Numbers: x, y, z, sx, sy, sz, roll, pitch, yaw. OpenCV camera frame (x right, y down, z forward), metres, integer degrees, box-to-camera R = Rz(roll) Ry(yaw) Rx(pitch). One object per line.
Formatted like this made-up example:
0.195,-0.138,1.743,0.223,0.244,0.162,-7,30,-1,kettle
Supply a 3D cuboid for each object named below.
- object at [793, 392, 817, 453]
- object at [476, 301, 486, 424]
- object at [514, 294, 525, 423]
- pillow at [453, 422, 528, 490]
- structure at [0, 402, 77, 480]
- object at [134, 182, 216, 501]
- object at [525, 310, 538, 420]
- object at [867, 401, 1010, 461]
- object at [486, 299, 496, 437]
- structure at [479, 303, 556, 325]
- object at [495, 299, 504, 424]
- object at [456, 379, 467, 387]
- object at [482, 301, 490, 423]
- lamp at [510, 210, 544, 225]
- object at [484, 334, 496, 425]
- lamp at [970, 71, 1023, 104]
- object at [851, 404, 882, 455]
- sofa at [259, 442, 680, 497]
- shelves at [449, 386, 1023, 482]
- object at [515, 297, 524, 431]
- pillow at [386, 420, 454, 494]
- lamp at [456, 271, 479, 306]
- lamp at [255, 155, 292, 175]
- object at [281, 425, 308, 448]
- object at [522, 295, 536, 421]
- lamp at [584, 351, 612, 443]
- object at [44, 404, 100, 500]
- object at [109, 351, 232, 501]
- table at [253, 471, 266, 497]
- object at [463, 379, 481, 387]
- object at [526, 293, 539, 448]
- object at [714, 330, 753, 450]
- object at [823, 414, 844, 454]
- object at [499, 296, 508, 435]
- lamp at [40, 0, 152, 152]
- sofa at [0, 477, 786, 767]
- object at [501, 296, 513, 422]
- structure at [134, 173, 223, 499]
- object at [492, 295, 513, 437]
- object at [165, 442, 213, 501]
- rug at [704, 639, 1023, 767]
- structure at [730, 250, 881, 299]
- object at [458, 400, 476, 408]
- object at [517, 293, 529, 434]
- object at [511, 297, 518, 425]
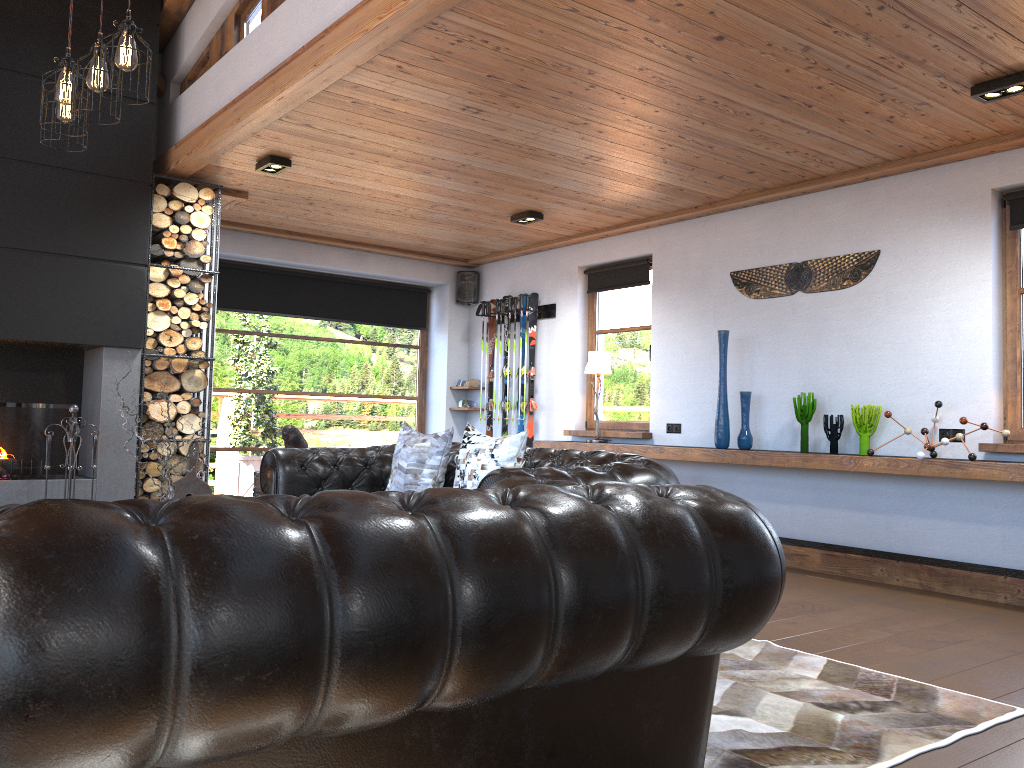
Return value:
1.991,0.263,6.036,0.157,0.411,0.147,0,-4,21,object
-0.321,-0.223,8.941,0.058,1.250,0.122,-1,-4,35,object
0.053,-0.236,8.444,0.120,1.250,0.059,0,-4,19,object
-0.130,0.432,4.580,0.286,0.469,0.522,4,-4,-34,pillow
-3.248,0.371,5.531,0.993,0.515,0.181,4,-4,-38,structure
-2.467,-0.118,6.331,0.499,2.614,0.461,4,-4,-38,object
0.161,-0.059,8.545,0.116,1.608,0.094,4,-4,-37,object
2.531,0.272,5.302,0.523,0.350,0.643,2,-3,-10,object
-0.191,-0.062,8.988,0.116,1.608,0.094,4,-4,-37,object
-0.005,-0.698,8.798,0.322,0.135,1.038,3,-3,-37,structure
-0.143,-0.223,8.831,0.119,1.250,0.059,-1,-4,34,object
-0.513,-0.005,9.456,0.161,0.084,0.187,4,-3,-39,object
-0.284,-0.219,9.015,0.119,1.250,0.059,-1,-4,34,object
0.124,-1.378,7.317,0.157,0.068,0.258,3,-3,-37,lamp
-0.241,-0.045,9.070,0.116,1.608,0.094,4,-4,-37,object
2.407,-1.456,4.335,0.157,0.068,0.258,3,-3,-37,lamp
2.290,0.296,5.747,0.181,0.332,0.200,1,-3,12,object
-0.296,0.744,4.686,1.253,0.839,2.535,4,-3,-38,sofa
1.400,0.461,6.873,0.619,0.989,6.564,4,-4,-37,shelves
0.081,-0.083,8.745,0.112,1.623,0.072,4,-4,-38,object
-0.538,0.446,5.114,0.286,0.469,0.522,4,-4,-34,pillow
-0.475,-1.028,9.497,0.216,0.350,0.211,4,-4,-37,lamp
-1.608,-1.481,5.974,0.157,0.068,0.258,3,-3,-37,lamp
-1.408,0.423,5.762,0.149,0.319,0.248,1,-3,4,object
0.160,-0.233,8.456,0.120,1.250,0.059,1,-3,14,object
0.897,0.468,7.802,0.639,1.483,0.243,4,-4,-34,lamp
-2.724,0.634,5.459,0.307,1.018,0.308,1,-3,8,object
-1.258,0.311,3.201,0.410,0.809,0.613,3,-3,-26,object
-1.426,0.880,5.759,0.410,0.610,0.412,4,-4,-37,table
-0.405,-0.009,9.316,0.192,0.084,0.158,4,-3,-39,object
0.211,-0.076,8.463,0.116,1.608,0.094,4,-4,-37,object
1.614,0.042,6.442,0.273,0.863,0.112,1,-3,8,object
2.145,0.335,5.911,0.128,0.261,0.124,0,-3,22,object
-0.078,-0.080,8.901,0.112,1.623,0.072,4,-4,-38,object
-1.733,-2.145,3.696,0.793,2.203,0.264,-2,-5,43,lamp
-0.554,0.609,1.819,2.595,0.839,1.224,3,-3,-38,sofa
-0.063,-0.231,8.619,0.120,1.250,0.059,1,-3,9,object
-2.456,-0.124,6.328,0.507,2.619,0.506,4,-4,-37,structure
-0.104,-0.085,8.800,0.257,1.623,0.102,4,-4,-41,object
-2.219,0.791,6.088,0.260,0.795,0.270,-1,-4,36,object
-0.358,1.103,3.955,2.459,0.053,3.996,3,-3,-37,rug
2.019,-0.758,6.306,0.099,0.240,1.233,4,-4,-37,structure
-0.470,0.212,9.379,0.188,0.084,0.351,1,-3,-1,object
0.117,-0.085,8.680,0.112,1.623,0.072,4,-4,-38,object
-0.003,-0.228,8.648,0.119,1.250,0.059,-1,-4,34,object
